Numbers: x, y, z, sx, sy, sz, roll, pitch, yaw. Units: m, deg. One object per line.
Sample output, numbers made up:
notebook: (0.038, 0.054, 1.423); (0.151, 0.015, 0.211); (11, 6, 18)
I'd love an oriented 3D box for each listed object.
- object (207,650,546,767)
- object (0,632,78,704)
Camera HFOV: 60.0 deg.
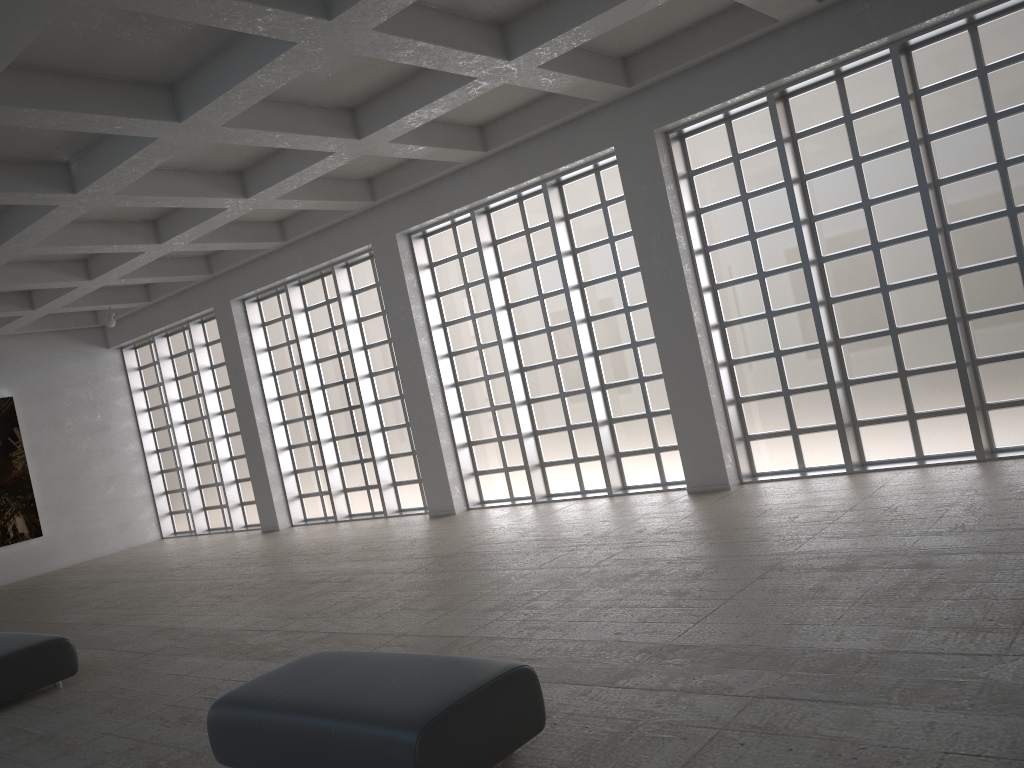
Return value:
object: (-1.334, 3.111, 8.261); (3.044, 0.828, 1.616); (-12, 0, 40)
object: (-8.480, 4.625, 14.365); (3.044, 0.828, 1.616); (-12, 0, 40)
